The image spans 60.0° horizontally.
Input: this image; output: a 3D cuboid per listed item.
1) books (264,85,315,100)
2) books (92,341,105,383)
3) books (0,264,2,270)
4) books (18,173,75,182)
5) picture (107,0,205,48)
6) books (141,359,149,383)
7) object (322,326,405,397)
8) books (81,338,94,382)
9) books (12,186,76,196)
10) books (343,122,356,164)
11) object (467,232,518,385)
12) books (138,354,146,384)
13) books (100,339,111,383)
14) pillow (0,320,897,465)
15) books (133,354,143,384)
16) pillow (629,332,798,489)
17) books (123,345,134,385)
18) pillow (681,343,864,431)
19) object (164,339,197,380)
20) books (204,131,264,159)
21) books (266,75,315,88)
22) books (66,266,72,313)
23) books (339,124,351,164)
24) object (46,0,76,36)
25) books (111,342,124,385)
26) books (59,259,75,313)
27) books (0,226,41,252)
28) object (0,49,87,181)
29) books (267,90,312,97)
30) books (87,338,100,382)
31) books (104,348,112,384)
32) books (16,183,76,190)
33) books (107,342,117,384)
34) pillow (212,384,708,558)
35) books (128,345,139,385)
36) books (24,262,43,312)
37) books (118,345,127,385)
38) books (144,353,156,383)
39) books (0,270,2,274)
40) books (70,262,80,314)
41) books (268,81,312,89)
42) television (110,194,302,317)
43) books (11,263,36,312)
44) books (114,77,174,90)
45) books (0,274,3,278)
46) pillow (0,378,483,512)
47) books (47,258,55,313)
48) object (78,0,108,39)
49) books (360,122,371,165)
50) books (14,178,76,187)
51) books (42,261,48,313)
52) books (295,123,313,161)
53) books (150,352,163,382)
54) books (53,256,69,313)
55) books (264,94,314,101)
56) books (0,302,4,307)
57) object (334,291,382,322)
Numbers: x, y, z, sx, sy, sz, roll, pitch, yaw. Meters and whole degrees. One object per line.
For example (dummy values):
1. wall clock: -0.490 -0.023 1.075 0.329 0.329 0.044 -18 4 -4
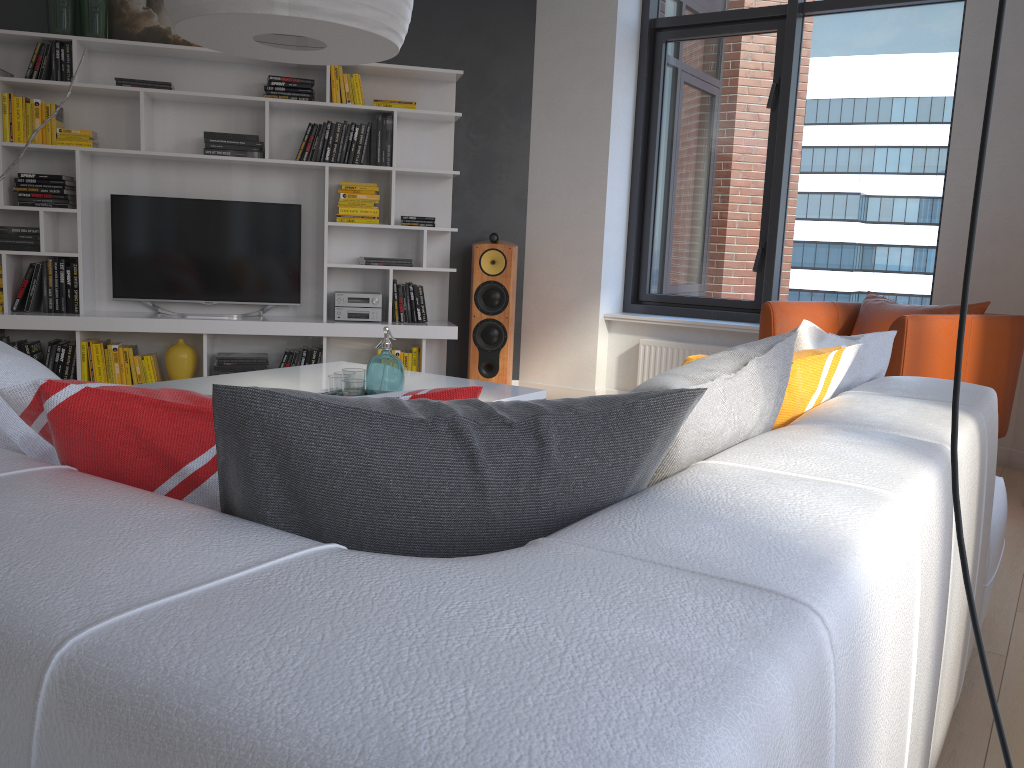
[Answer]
1. books: -1.347 -1.770 5.387 0.284 0.030 0.214 1 9 -9
2. books: -2.432 -0.122 5.270 0.066 0.258 0.198 1 9 -12
3. books: -3.083 -0.690 5.199 0.234 0.024 0.171 1 9 -8
4. books: -2.699 -1.198 5.145 0.246 0.026 0.180 2 9 -5
5. picture: -1.786 -2.319 5.313 1.279 0.707 0.076 1 9 -12
6. books: -2.177 -0.068 5.296 0.049 0.169 0.113 1 9 -14
7. object: -0.497 -0.073 3.047 0.330 0.265 0.330 -3 10 -33
8. books: -2.499 -0.125 5.227 0.029 0.270 0.204 1 9 -12
9. books: -2.708 -1.121 5.160 0.284 0.030 0.214 2 9 -4
10. books: -1.007 -1.473 5.468 0.075 0.254 0.192 1 9 -13
11. object: -0.124 -0.433 5.775 0.290 1.088 0.434 3 9 2
12. books: -2.198 -0.080 5.302 0.046 0.187 0.134 1 9 -13
13. books: -2.402 -0.125 5.275 0.038 0.267 0.202 1 9 -12
14. pillow: -0.013 0.066 1.871 2.156 0.456 0.580 -3 10 -31
15. books: -2.220 -0.082 5.304 0.056 0.188 0.138 1 9 -12
16. pillow: -0.954 0.014 1.920 2.953 0.453 0.647 6 9 20
17. books: -2.285 -0.109 5.300 0.043 0.235 0.171 0 9 -14
18. pillow: -0.316 0.086 1.770 2.095 0.440 0.630 1 9 -11
19. object: -2.000 -0.145 5.358 0.185 0.257 0.185 -3 10 -35
20. books: -1.679 -1.429 5.360 0.343 0.137 0.277 0 9 -17
21. books: -1.341 -1.822 5.364 0.266 0.030 0.209 0 9 -19
22. books: -2.608 -0.564 5.275 0.028 0.272 0.200 1 9 -12
23. books: -1.024 -1.462 5.439 0.069 0.242 0.172 1 9 -12
24. object: -2.544 -2.209 4.999 0.157 0.507 0.157 3 9 1
25. books: -2.338 -0.117 5.287 0.055 0.252 0.185 0 9 -14
26. books: -2.641 -0.585 5.272 0.034 0.315 0.239 1 9 -12
27. books: -2.906 -0.851 5.186 0.343 0.137 0.277 1 9 -12
28. object: -0.578 0.017 0.459 0.607 0.744 0.406 0 9 -17
29. books: -1.347 -1.742 5.371 0.264 0.020 0.189 0 9 -14
30. books: -2.466 -0.128 5.255 0.048 0.271 0.213 1 9 -13
31. books: -2.381 -0.103 5.265 0.042 0.230 0.156 0 9 -14
32. books: -2.708 -1.146 5.159 0.264 0.020 0.189 1 9 -9
33. books: -2.361 -0.116 5.271 0.041 0.252 0.180 1 9 -12
34. pillow: -0.774 0.101 1.426 2.120 0.436 0.608 7 10 28
35. books: -2.256 -0.110 5.316 0.056 0.235 0.172 1 9 -13
36. books: -2.796 -0.574 5.229 0.100 0.289 0.210 1 9 -13
37. books: -2.304 -0.108 5.276 0.043 0.240 0.169 1 9 -14
38. books: -2.155 -0.083 5.314 0.067 0.193 0.148 1 9 -12
39. books: -3.069 -0.662 5.182 0.234 0.024 0.171 1 9 -8
40. books: -2.569 -0.575 5.284 0.051 0.297 0.230 1 9 -12
41. books: -1.337 -1.794 5.357 0.246 0.026 0.180 1 9 -10
42. television: -1.862 -0.774 5.444 1.102 0.704 0.207 1 9 -12
43. books: -2.850 -0.574 5.235 0.142 0.284 0.232 1 9 -13
44. books: -2.145 -1.734 5.188 0.310 0.047 0.250 0 9 -17
45. books: -3.080 -0.638 5.187 0.238 0.023 0.167 3 9 3
46. pillow: -1.053 0.089 1.596 2.250 0.449 0.575 7 10 29
47. books: -2.702 -0.585 5.255 0.034 0.314 0.237 1 9 -12
48. object: -2.404 -2.216 5.088 0.157 0.507 0.157 3 9 1
49. books: -0.911 -1.475 5.488 0.066 0.260 0.197 1 9 -12
50. books: -2.706 -1.174 5.175 0.284 0.030 0.214 2 9 -4
51. books: -2.732 -0.577 5.244 0.028 0.301 0.213 1 9 -12
52. books: -1.266 -1.466 5.410 0.104 0.234 0.182 1 9 -12
53. books: -2.134 -0.085 5.327 0.046 0.193 0.149 1 9 -12
54. books: -2.670 -0.591 5.265 0.026 0.326 0.237 1 9 -12
55. books: -1.346 -1.716 5.371 0.284 0.030 0.214 1 9 -9
56. books: -3.089 -0.477 5.194 0.269 0.025 0.213 1 9 -10
57. object: -0.979 -0.492 5.621 0.285 0.174 0.270 1 9 -12
